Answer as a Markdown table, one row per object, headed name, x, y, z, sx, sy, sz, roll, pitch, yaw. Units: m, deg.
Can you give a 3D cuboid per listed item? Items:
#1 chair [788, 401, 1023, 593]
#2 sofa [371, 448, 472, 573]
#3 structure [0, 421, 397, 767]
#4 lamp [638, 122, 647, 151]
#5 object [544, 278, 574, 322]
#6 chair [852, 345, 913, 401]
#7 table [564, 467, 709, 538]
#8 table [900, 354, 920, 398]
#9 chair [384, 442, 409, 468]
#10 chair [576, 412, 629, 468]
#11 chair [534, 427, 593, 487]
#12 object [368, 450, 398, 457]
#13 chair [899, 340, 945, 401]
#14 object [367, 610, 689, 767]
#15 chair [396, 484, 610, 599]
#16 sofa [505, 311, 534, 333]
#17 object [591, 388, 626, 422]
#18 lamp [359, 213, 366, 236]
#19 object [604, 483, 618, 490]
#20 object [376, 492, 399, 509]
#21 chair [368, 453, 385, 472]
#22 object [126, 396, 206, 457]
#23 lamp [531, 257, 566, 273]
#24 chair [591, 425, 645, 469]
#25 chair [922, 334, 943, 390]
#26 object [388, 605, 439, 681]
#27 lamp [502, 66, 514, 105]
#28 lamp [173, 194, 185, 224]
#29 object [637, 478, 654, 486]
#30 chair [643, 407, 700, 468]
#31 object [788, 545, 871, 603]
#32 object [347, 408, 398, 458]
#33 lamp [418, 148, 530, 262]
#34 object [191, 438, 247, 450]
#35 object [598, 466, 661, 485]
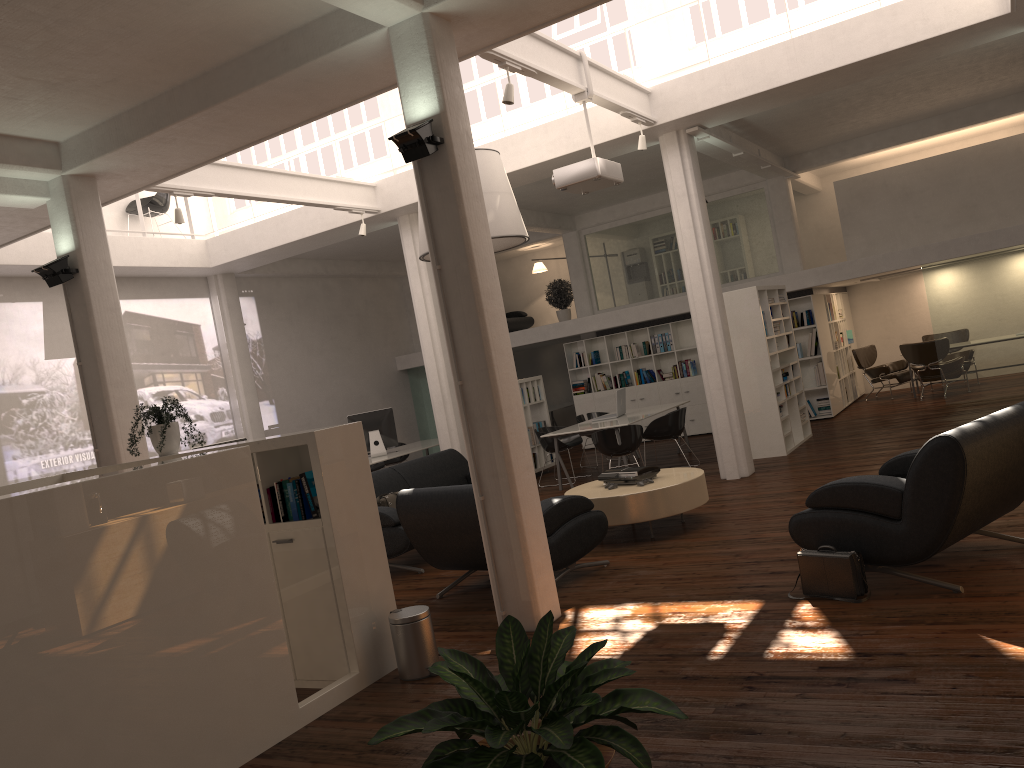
| name | x | y | z | sx | sy | sz | roll | pitch | yaw |
| --- | --- | --- | --- | --- | --- | --- | --- | --- | --- |
| chair | 3.162 | 0.852 | 6.896 | 1.454 | 1.130 | 1.481 | -11 | 1 | -39 |
| sofa | -1.047 | 1.577 | 11.650 | 1.467 | 1.119 | 3.087 | -10 | 1 | 30 |
| structure | -3.493 | 1.708 | 5.642 | 3.131 | 1.914 | 4.752 | -10 | 1 | 30 |
| lamp | 1.683 | -3.227 | 11.587 | 0.136 | 0.357 | 0.117 | -10 | 1 | 36 |
| object | 1.217 | -2.013 | 21.582 | 0.793 | 1.127 | 0.770 | -10 | 1 | 28 |
| chair | 8.228 | -0.293 | 19.662 | 0.994 | 1.183 | 0.991 | -11 | 1 | -40 |
| table | 1.452 | 1.411 | 10.232 | 1.616 | 0.570 | 1.616 | -10 | 1 | 23 |
| table | 10.113 | -0.493 | 18.009 | 3.900 | 0.947 | 1.040 | -10 | 1 | 30 |
| chair | -2.620 | 1.823 | 19.590 | 0.795 | 1.004 | 0.757 | -11 | 1 | -15 |
| chair | 1.681 | 1.056 | 17.159 | 0.795 | 1.004 | 0.757 | -11 | 1 | -25 |
| chair | 0.853 | 1.230 | 15.622 | 0.757 | 1.004 | 0.795 | -10 | 1 | 30 |
| object | -2.650 | 1.392 | 17.521 | 0.804 | 0.032 | 0.217 | -11 | 1 | -15 |
| chair | 8.554 | -0.331 | 17.930 | 0.994 | 1.183 | 0.991 | -10 | 1 | 45 |
| object | 0.014 | 1.575 | 4.078 | 1.327 | 0.936 | 1.240 | -11 | 1 | -20 |
| chair | -0.063 | 1.427 | 8.751 | 1.454 | 1.130 | 1.481 | -10 | 1 | 41 |
| sofa | -0.751 | -1.669 | 24.344 | 1.467 | 1.119 | 3.087 | -10 | 1 | 30 |
| object | 1.739 | 0.369 | 15.935 | 0.557 | 0.470 | 0.702 | -10 | 1 | 20 |
| lamp | -2.376 | -2.503 | 13.967 | 0.136 | 0.357 | 0.117 | -10 | 1 | 24 |
| object | 1.122 | 1.152 | 10.060 | 0.119 | 0.062 | 0.193 | -11 | 1 | -9 |
| object | -1.457 | 1.531 | 11.214 | 0.586 | 0.352 | 0.331 | -11 | 1 | -45 |
| chair | -3.040 | 1.918 | 18.341 | 0.757 | 1.004 | 0.795 | -10 | 1 | 30 |
| object | -3.016 | 0.362 | 7.710 | 0.646 | 0.504 | 0.709 | -11 | 1 | -29 |
| lamp | 1.573 | -3.347 | 23.579 | 2.635 | 0.513 | 0.447 | -10 | 1 | 40 |
| chair | 1.653 | 1.112 | 13.345 | 0.795 | 1.004 | 0.757 | -10 | 1 | 5 |
| chair | 9.632 | -0.552 | 19.507 | 0.994 | 1.183 | 0.991 | -10 | 1 | 25 |
| object | -0.716 | 1.915 | 6.583 | 0.415 | 0.465 | 0.311 | -10 | 1 | 13 |
| lamp | -0.058 | -2.862 | 8.518 | 0.136 | 0.357 | 0.117 | -10 | 1 | 24 |
| lamp | -4.110 | -2.141 | 10.909 | 0.136 | 0.357 | 0.117 | -10 | 1 | 36 |
| object | 1.439 | 1.076 | 9.910 | 0.193 | 0.099 | 0.231 | -11 | 1 | -37 |
| chair | 2.546 | 0.931 | 14.427 | 0.757 | 1.004 | 0.795 | -10 | 1 | 25 |
| object | 2.348 | 1.391 | 6.608 | 0.271 | 0.376 | 0.618 | -11 | 1 | -44 |
| object | -2.668 | 0.967 | 17.110 | 0.886 | 0.888 | 0.347 | -11 | 1 | -15 |
| lamp | -0.851 | -3.759 | 10.901 | 1.386 | 4.284 | 1.386 | -10 | 1 | 44 |
| object | -4.447 | 1.343 | 13.689 | 0.886 | 0.888 | 0.347 | -11 | 1 | -40 |
| object | 1.357 | 1.053 | 10.280 | 0.471 | 0.163 | 0.558 | -11 | 1 | -40 |
